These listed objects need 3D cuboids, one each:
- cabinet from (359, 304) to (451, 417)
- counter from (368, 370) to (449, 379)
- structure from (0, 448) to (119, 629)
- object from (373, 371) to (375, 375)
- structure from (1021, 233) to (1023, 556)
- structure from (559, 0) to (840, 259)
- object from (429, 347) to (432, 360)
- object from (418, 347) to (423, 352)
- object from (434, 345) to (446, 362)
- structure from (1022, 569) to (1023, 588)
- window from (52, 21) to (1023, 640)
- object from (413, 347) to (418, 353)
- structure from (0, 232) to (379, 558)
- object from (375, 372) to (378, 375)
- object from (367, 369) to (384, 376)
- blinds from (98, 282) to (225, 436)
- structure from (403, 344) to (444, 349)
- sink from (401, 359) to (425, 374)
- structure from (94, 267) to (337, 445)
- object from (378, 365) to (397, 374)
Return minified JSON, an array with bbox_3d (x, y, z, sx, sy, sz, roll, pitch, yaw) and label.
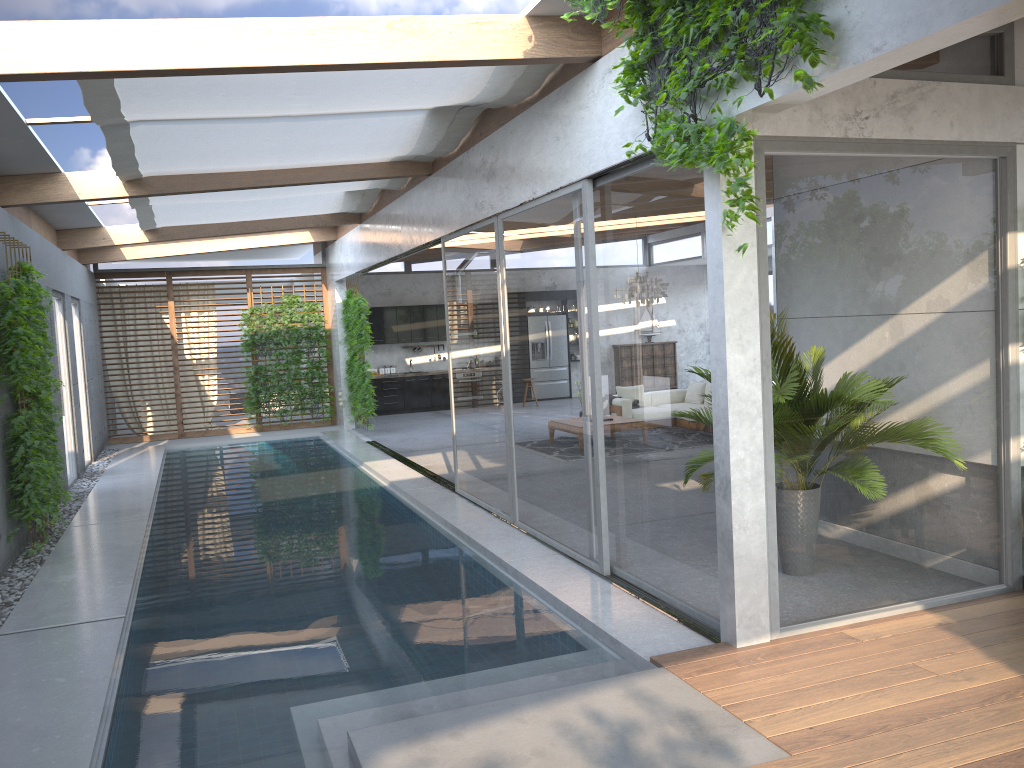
[{"bbox_3d":[-0.996,-0.734,19.635,5.901,2.502,0.709,-4,4,-21],"label":"cabinet"},{"bbox_3d":[-1.947,-0.229,19.290,3.805,0.061,0.607,-4,4,-20],"label":"counter"},{"bbox_3d":[-4.579,1.441,8.675,0.477,0.068,13.673,-4,4,-20],"label":"structure"},{"bbox_3d":[-2.950,-0.230,18.758,0.090,0.087,0.086,-6,5,-42],"label":"object"},{"bbox_3d":[3.844,-0.199,5.440,1.851,2.669,0.500,-4,4,-19],"label":"structure"},{"bbox_3d":[0.774,-1.594,4.254,0.918,2.054,1.822,-5,4,-22],"label":"structure"},{"bbox_3d":[-1.813,-0.685,19.577,0.071,0.325,0.066,-4,4,-20],"label":"object"},{"bbox_3d":[-2.013,-0.761,19.487,0.117,0.139,0.093,-3,4,-3],"label":"object"},{"bbox_3d":[-1.602,-0.676,19.619,0.282,0.380,0.070,-4,4,-19],"label":"object"},{"bbox_3d":[3.601,0.858,6.708,2.012,0.595,2.203,-4,4,-20],"label":"structure"},{"bbox_3d":[1.146,-1.013,12.867,14.294,3.764,23.280,-4,4,-20],"label":"window"},{"bbox_3d":[-2.118,-0.754,19.458,0.117,0.139,0.093,-4,4,-18],"label":"object"},{"bbox_3d":[-3.550,-0.257,12.179,2.739,2.687,10.282,-3,4,-3],"label":"structure"},{"bbox_3d":[-2.881,-0.223,18.806,0.072,0.057,0.083,-7,5,-44],"label":"object"},{"bbox_3d":[-2.983,-0.248,18.932,0.381,0.134,0.590,-5,4,-31],"label":"object"},{"bbox_3d":[-6.510,-0.445,16.612,2.087,2.898,0.692,-4,4,-16],"label":"blinds"},{"bbox_3d":[-1.942,-0.830,19.533,0.932,0.046,0.081,-4,4,-20],"label":"structure"},{"bbox_3d":[-2.138,-0.275,19.220,0.526,0.514,0.514,-4,4,-20],"label":"sink"},{"bbox_3d":[-5.550,-0.580,16.579,4.313,3.079,0.085,-4,4,-20],"label":"structure"},{"bbox_3d":[-2.707,-0.316,19.233,0.405,0.200,0.147,-4,4,-18],"label":"object"}]
